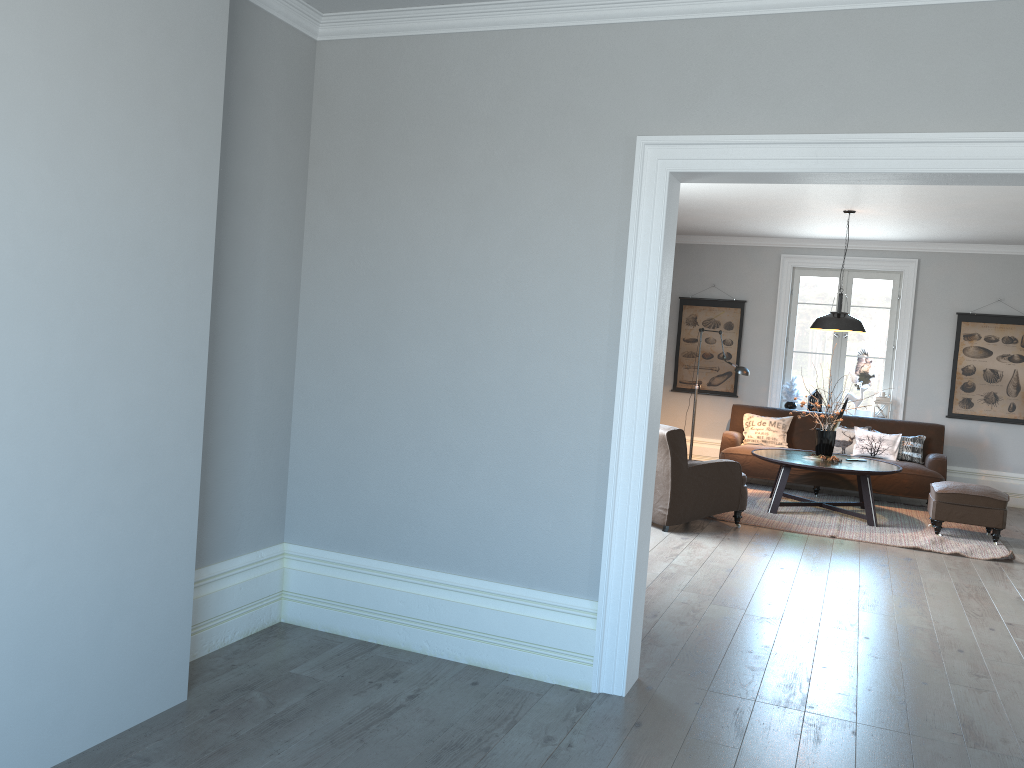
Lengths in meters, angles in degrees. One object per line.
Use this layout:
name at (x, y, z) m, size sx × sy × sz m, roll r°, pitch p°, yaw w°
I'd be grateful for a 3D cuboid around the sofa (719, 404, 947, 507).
sofa at (3.305, 0.737, 9.224) m, size 2.165 × 0.824 × 0.969 m, roll 6°, pitch 3°, yaw 21°

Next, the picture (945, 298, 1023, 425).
picture at (5.097, -0.255, 9.397) m, size 0.793 × 1.313 × 0.057 m, roll 6°, pitch 3°, yaw 21°

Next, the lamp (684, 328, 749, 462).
lamp at (1.968, 0.200, 9.782) m, size 0.797 × 1.644 × 1.865 m, roll 3°, pitch 3°, yaw -31°

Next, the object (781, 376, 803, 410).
object at (3.176, 0.101, 10.107) m, size 0.247 × 0.423 × 0.263 m, roll 3°, pitch 3°, yaw -33°

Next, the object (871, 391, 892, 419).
object at (4.056, 0.241, 9.745) m, size 0.193 × 0.322 × 0.193 m, roll 5°, pitch 3°, yaw 15°

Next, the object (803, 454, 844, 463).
object at (2.834, 0.664, 7.988) m, size 0.404 × 0.067 × 0.153 m, roll 7°, pitch 4°, yaw 39°

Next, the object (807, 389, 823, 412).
object at (3.425, 0.196, 10.018) m, size 0.155 × 0.284 × 0.155 m, roll 5°, pitch 3°, yaw 11°

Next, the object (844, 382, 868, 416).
object at (3.791, 0.173, 9.787) m, size 0.239 × 0.410 × 0.128 m, roll 5°, pitch 3°, yaw 18°

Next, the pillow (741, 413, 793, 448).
pillow at (2.740, 0.506, 9.561) m, size 0.519 × 0.368 × 0.240 m, roll 6°, pitch 3°, yaw 21°

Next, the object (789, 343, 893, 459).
object at (2.966, 0.169, 7.956) m, size 0.853 × 1.065 × 0.525 m, roll 4°, pitch 3°, yaw -8°

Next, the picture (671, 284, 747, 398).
picture at (2.330, -0.528, 10.491) m, size 0.793 × 1.313 × 0.057 m, roll 6°, pitch 3°, yaw 21°

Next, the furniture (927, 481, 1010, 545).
furniture at (3.811, 1.062, 7.433) m, size 0.583 × 0.439 × 0.574 m, roll 6°, pitch 3°, yaw 22°

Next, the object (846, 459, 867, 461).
object at (3.180, 0.701, 8.190) m, size 0.207 × 0.011 × 0.051 m, roll 3°, pitch 3°, yaw -18°

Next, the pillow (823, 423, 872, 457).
pillow at (3.472, 0.594, 9.229) m, size 0.472 × 0.347 × 0.159 m, roll 5°, pitch 3°, yaw 19°

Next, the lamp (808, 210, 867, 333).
lamp at (2.987, -1.017, 7.996) m, size 0.504 × 1.075 × 0.504 m, roll 3°, pitch 3°, yaw -21°

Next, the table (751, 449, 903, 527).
table at (2.832, 0.935, 8.092) m, size 1.300 × 0.503 × 1.300 m, roll 5°, pitch 3°, yaw 14°

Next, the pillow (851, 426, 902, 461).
pillow at (3.715, 0.613, 9.051) m, size 0.471 × 0.309 × 0.188 m, roll 6°, pitch 3°, yaw 22°

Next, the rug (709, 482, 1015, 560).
rug at (2.857, 1.131, 8.124) m, size 2.819 × 0.090 × 2.400 m, roll 6°, pitch 3°, yaw 22°

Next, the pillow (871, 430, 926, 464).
pillow at (3.942, 0.641, 9.082) m, size 0.542 × 0.288 × 0.183 m, roll 6°, pitch 3°, yaw 23°

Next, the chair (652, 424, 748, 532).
chair at (1.371, 0.712, 7.200) m, size 0.970 × 0.795 × 0.807 m, roll 3°, pitch 3°, yaw -27°
